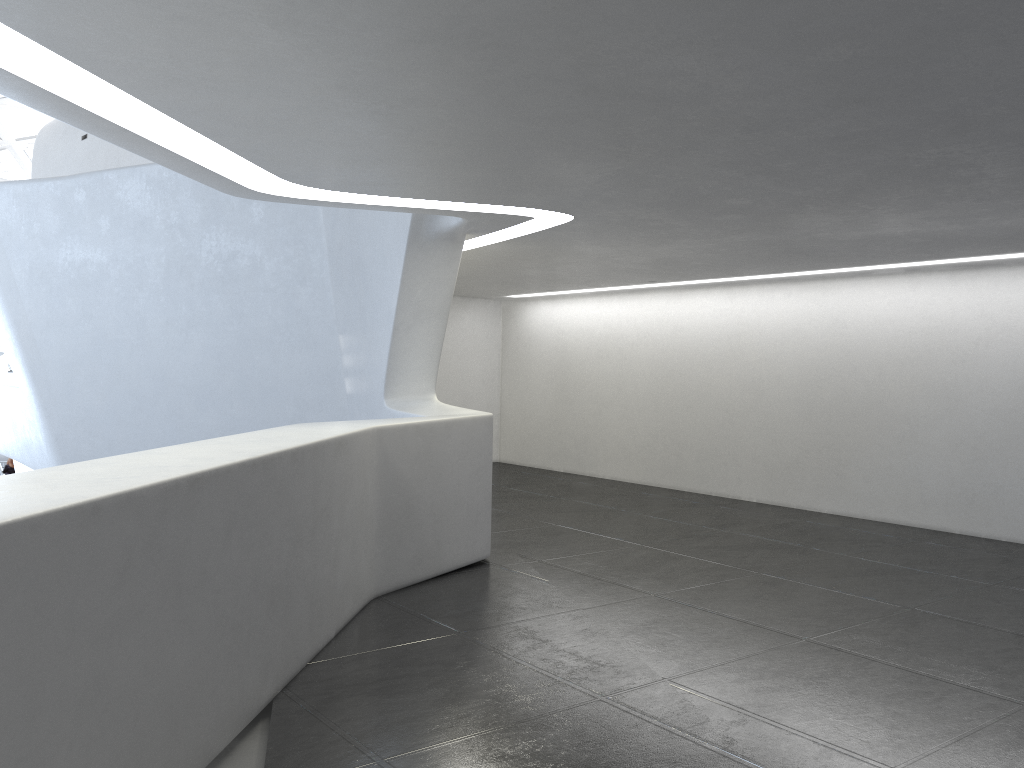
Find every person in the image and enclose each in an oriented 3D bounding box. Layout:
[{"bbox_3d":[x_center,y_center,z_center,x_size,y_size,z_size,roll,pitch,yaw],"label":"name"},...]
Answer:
[{"bbox_3d":[-19.555,3.673,33.848,0.875,1.706,0.001,1,1,-17],"label":"person"}]
